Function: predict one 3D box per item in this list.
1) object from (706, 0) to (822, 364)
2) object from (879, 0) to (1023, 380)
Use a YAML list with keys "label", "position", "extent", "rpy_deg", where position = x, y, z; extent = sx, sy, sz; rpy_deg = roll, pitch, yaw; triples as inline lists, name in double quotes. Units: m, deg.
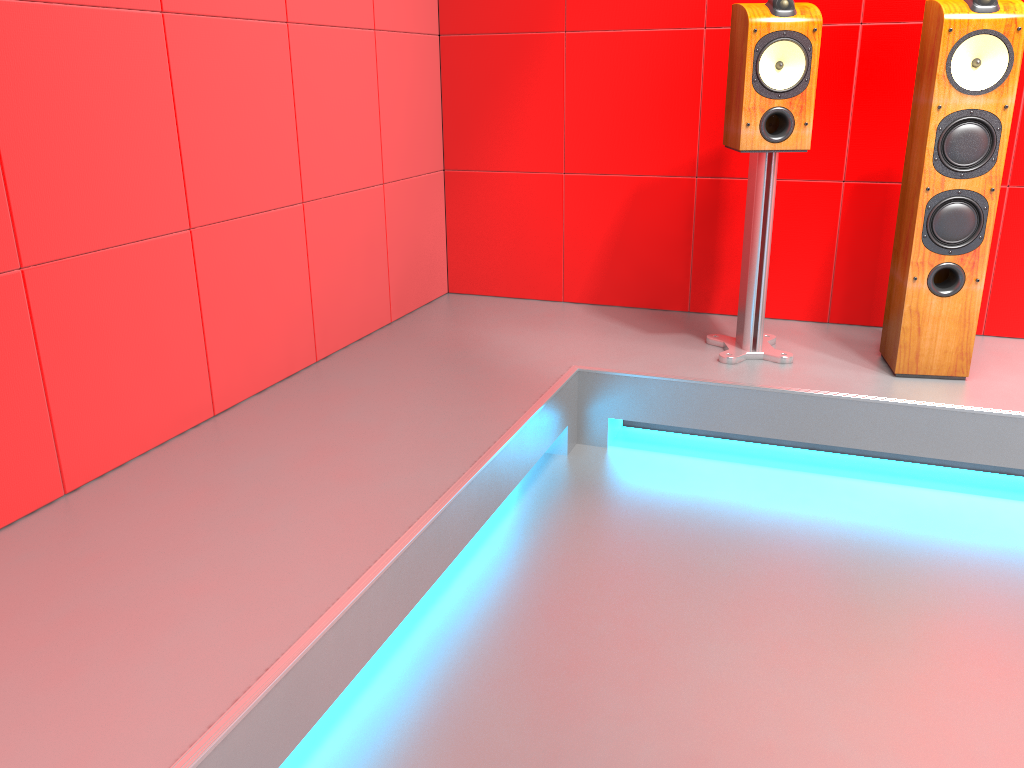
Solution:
- label: "object"
  position: [0.761, -0.604, 2.705]
  extent: [0.231, 1.058, 0.265]
  rpy_deg: [0, 19, 1]
- label: "object"
  position: [1.244, -0.547, 2.532]
  extent: [0.203, 1.052, 0.238]
  rpy_deg: [3, 20, 10]
